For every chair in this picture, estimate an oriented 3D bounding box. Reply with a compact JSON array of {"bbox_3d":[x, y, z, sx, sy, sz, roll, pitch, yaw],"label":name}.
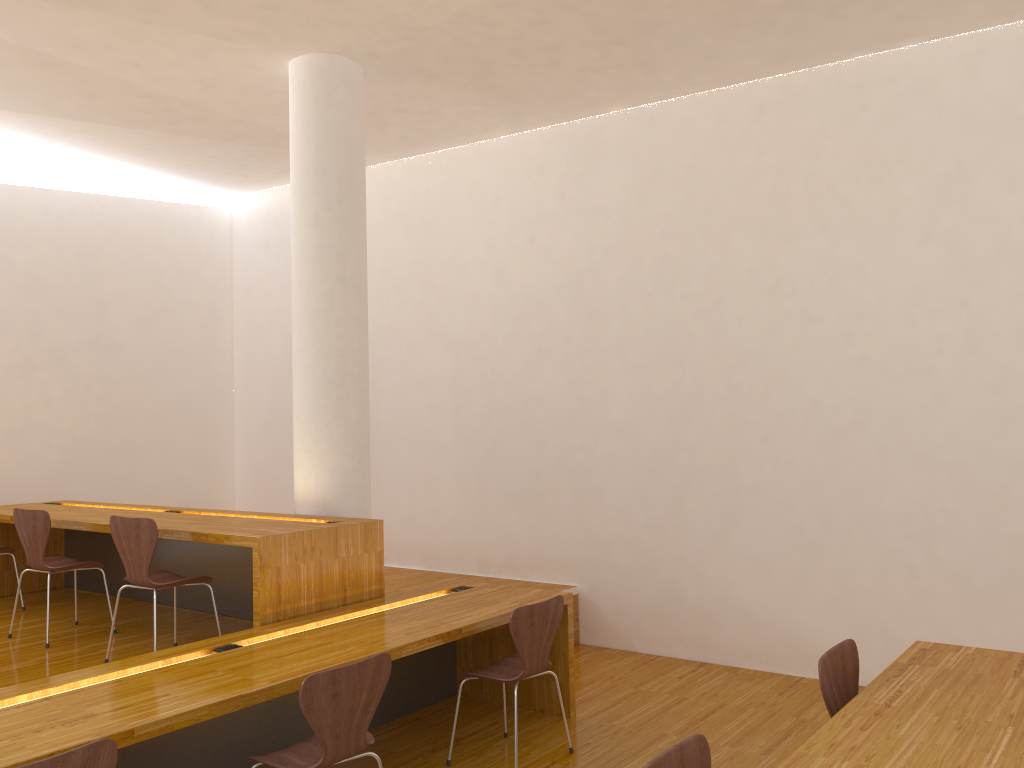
[{"bbox_3d":[1.194,1.193,2.749,0.381,0.693,0.428,-3,-3,36],"label":"chair"},{"bbox_3d":[-3.293,1.058,5.468,0.428,0.693,0.381,-3,-3,36],"label":"chair"},{"bbox_3d":[-1.638,0.959,4.194,0.428,0.693,0.381,-3,-3,36],"label":"chair"},{"bbox_3d":[0.496,1.169,1.873,0.381,0.693,0.428,-3,-3,36],"label":"chair"},{"bbox_3d":[-1.228,1.223,2.147,0.381,0.693,0.428,-3,-3,36],"label":"chair"},{"bbox_3d":[-0.013,1.273,3.847,0.381,0.693,0.428,-3,-3,36],"label":"chair"},{"bbox_3d":[-2.418,1.005,4.771,0.428,0.693,0.381,-3,-3,36],"label":"chair"},{"bbox_3d":[-0.649,1.246,2.927,0.381,0.693,0.428,-3,-3,36],"label":"chair"}]

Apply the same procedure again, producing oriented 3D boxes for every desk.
[{"bbox_3d":[1.072,1.347,1.608,1.285,0.918,3.236,-3,-3,36],"label":"desk"},{"bbox_3d":[-0.944,1.320,3.343,0.760,0.606,3.185,-3,-3,36],"label":"desk"},{"bbox_3d":[-2.144,1.052,5.097,3.185,0.606,0.760,-3,-3,36],"label":"desk"}]
